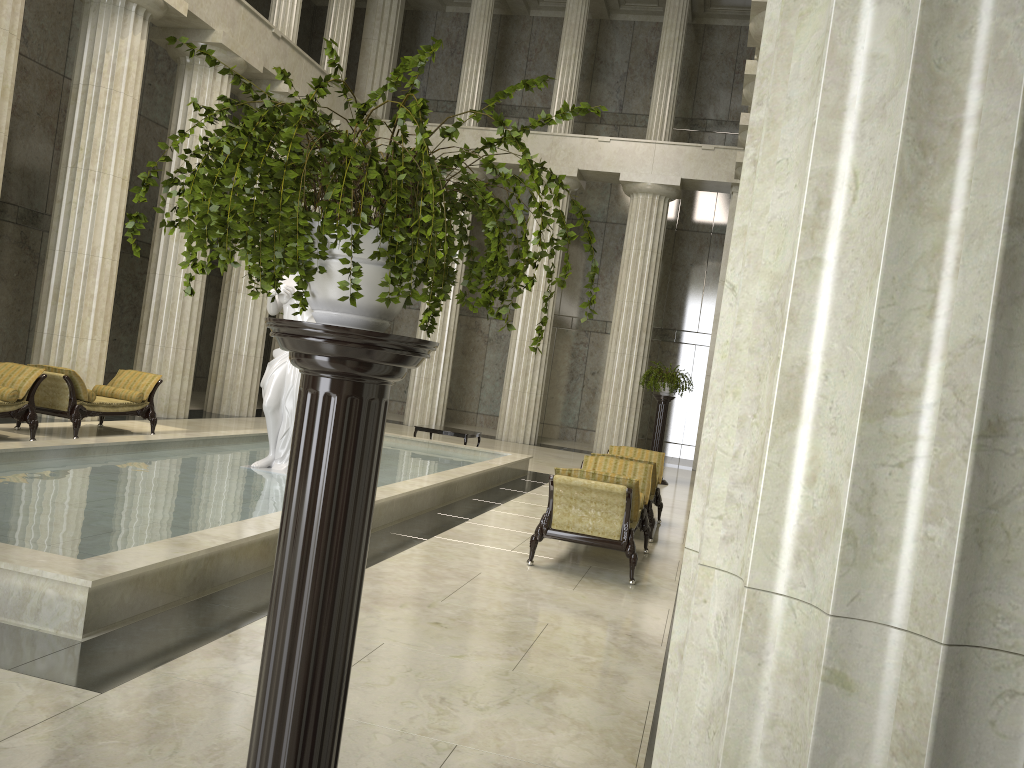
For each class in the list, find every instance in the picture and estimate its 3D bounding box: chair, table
[{"bbox_3d":[-6.087,0.242,12.887,0.993,0.950,2.172,8,0,13],"label":"chair"},{"bbox_3d":[0.860,1.255,8.767,0.993,0.950,2.172,8,0,13],"label":"chair"},{"bbox_3d":[1.403,1.313,11.174,0.993,0.950,2.172,8,0,13],"label":"chair"},{"bbox_3d":[-1.256,1.122,17.191,1.134,0.494,1.123,8,0,11],"label":"table"},{"bbox_3d":[-6.629,0.184,10.480,0.993,0.950,2.172,8,0,13],"label":"chair"}]

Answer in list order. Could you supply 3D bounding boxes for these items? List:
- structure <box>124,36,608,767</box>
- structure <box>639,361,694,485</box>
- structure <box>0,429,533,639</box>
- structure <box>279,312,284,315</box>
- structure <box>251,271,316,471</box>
[{"bbox_3d":[-0.487,0.389,2.274,1.159,2.386,1.053,8,1,43],"label":"structure"},{"bbox_3d":[2.929,0.755,17.524,1.053,2.386,1.159,8,0,18],"label":"structure"},{"bbox_3d":[-2.736,1.143,10.621,3.754,0.508,11.573,8,0,13],"label":"structure"},{"bbox_3d":[-4.635,-0.327,19.261,1.159,2.386,1.053,8,0,8],"label":"structure"},{"bbox_3d":[-2.564,-0.300,10.590,0.940,3.044,0.729,8,0,7],"label":"structure"}]
